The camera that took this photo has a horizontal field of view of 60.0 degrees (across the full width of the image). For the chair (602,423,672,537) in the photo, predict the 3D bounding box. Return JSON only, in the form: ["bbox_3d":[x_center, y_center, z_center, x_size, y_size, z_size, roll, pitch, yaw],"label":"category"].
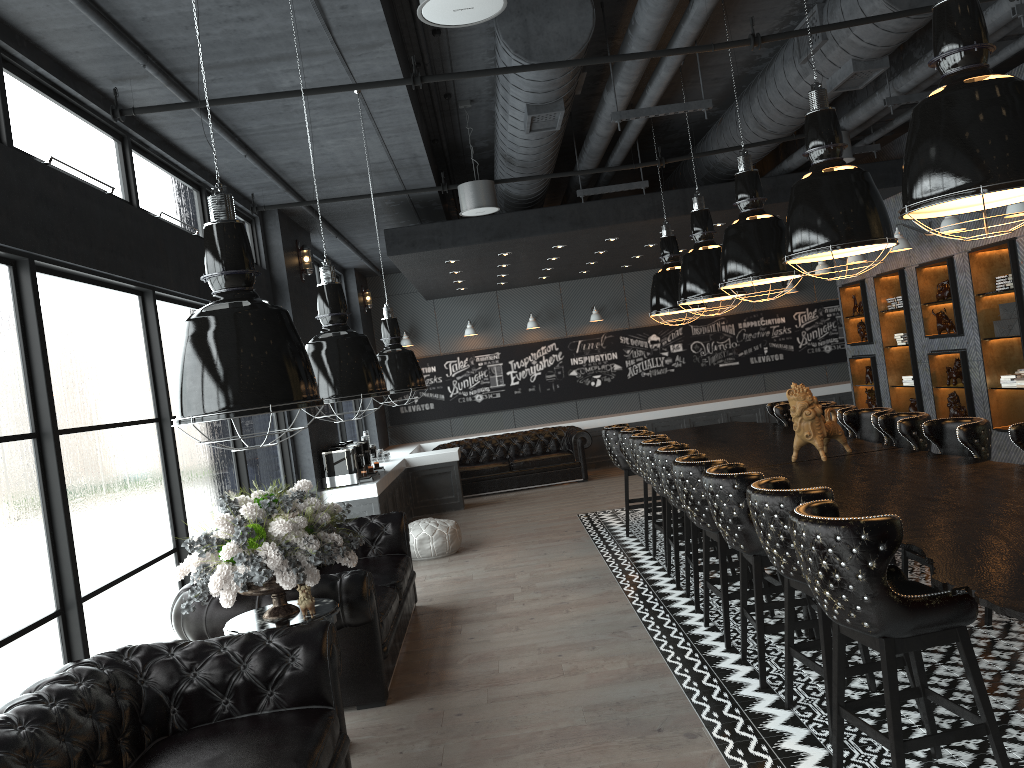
[{"bbox_3d":[1.265,0.948,9.012,0.568,1.092,0.504,-8,0,8],"label":"chair"}]

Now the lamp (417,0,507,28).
[{"bbox_3d":[-0.278,-2.071,3.709,0.382,1.030,0.380,-8,0,-12],"label":"lamp"}]

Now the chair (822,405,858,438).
[{"bbox_3d":[2.736,0.754,7.603,0.568,1.092,0.504,-8,0,-11],"label":"chair"}]

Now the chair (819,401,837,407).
[{"bbox_3d":[2.815,0.736,8.290,0.568,1.092,0.504,-8,0,-4],"label":"chair"}]

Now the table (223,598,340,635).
[{"bbox_3d":[-1.106,1.516,4.459,0.573,0.726,0.572,-8,0,-38],"label":"table"}]

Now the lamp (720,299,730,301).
[{"bbox_3d":[3.738,-1.610,15.470,0.243,0.287,0.490,-8,0,15],"label":"lamp"}]

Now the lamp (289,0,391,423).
[{"bbox_3d":[-0.856,-0.911,3.818,0.390,2.161,0.391,-8,0,44],"label":"lamp"}]

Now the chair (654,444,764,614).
[{"bbox_3d":[1.339,0.964,6.157,0.568,1.092,0.504,-8,0,3],"label":"chair"}]

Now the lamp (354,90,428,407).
[{"bbox_3d":[-0.900,-0.926,5.995,0.390,2.161,0.391,-8,0,44],"label":"lamp"}]

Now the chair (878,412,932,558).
[{"bbox_3d":[2.700,0.772,6.217,0.568,1.092,0.504,-8,0,7],"label":"chair"}]

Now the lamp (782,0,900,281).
[{"bbox_3d":[1.702,-1.735,4.989,0.621,2.303,0.622,-8,0,44],"label":"lamp"}]

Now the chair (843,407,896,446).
[{"bbox_3d":[2.750,0.759,6.898,0.568,1.092,0.504,-8,0,-6],"label":"chair"}]

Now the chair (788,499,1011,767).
[{"bbox_3d":[1.391,0.984,3.289,0.568,1.092,0.504,-8,0,-9],"label":"chair"}]

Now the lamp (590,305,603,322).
[{"bbox_3d":[1.470,-1.236,15.423,0.243,0.287,0.490,-8,0,15],"label":"lamp"}]

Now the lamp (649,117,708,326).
[{"bbox_3d":[1.614,-1.764,9.368,0.621,2.303,0.622,-8,0,44],"label":"lamp"}]

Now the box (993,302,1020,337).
[{"bbox_3d":[4.855,-0.633,8.561,0.298,0.316,0.419,-8,0,-1],"label":"box"}]

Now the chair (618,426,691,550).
[{"bbox_3d":[1.347,0.943,8.288,0.568,1.092,0.504,-8,0,8],"label":"chair"}]

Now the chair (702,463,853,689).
[{"bbox_3d":[1.368,0.974,4.724,0.568,1.092,0.504,-8,0,3],"label":"chair"}]

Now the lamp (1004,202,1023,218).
[{"bbox_3d":[4.349,-1.573,7.386,0.489,0.287,0.244,-8,0,15],"label":"lamp"}]

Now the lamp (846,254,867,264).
[{"bbox_3d":[4.277,-1.631,10.726,0.489,0.287,0.244,-8,0,15],"label":"lamp"}]

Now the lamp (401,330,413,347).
[{"bbox_3d":[-1.800,-0.796,15.356,0.243,0.287,0.490,-8,0,15],"label":"lamp"}]

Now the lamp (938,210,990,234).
[{"bbox_3d":[4.321,-1.623,8.476,0.489,0.287,0.244,-8,0,15],"label":"lamp"}]

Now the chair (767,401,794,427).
[{"bbox_3d":[2.697,0.746,9.031,0.568,1.092,0.504,-8,0,8],"label":"chair"}]

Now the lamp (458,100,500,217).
[{"bbox_3d":[-0.371,-2.108,8.237,0.382,1.045,0.380,-8,0,-33],"label":"lamp"}]

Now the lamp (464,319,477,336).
[{"bbox_3d":[-0.697,-0.987,15.378,0.243,0.287,0.490,-8,0,15],"label":"lamp"}]

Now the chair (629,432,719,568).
[{"bbox_3d":[1.350,0.949,7.573,0.568,1.092,0.504,-8,0,-5],"label":"chair"}]

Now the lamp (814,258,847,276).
[{"bbox_3d":[4.257,-1.627,11.809,0.489,0.287,0.244,-8,0,15],"label":"lamp"}]

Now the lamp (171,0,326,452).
[{"bbox_3d":[-0.826,-0.898,2.332,0.390,2.153,0.391,-8,0,44],"label":"lamp"}]

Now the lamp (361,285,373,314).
[{"bbox_3d":[-2.419,-1.426,14.884,0.139,0.480,0.145,-8,0,-1],"label":"lamp"}]

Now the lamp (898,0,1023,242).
[{"bbox_3d":[1.731,-1.726,3.529,0.621,2.303,0.622,-8,0,44],"label":"lamp"}]

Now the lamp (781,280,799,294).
[{"bbox_3d":[4.852,-1.730,15.492,0.243,0.287,0.490,-8,0,15],"label":"lamp"}]

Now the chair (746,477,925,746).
[{"bbox_3d":[1.425,0.972,4.022,0.568,1.092,0.504,-8,0,-7],"label":"chair"}]

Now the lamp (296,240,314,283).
[{"bbox_3d":[-2.320,-1.393,9.994,0.139,0.480,0.145,-8,0,-1],"label":"lamp"}]

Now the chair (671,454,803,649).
[{"bbox_3d":[1.329,0.973,5.411,0.568,1.092,0.504,-8,0,-3],"label":"chair"}]

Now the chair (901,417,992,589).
[{"bbox_3d":[2.694,0.780,5.455,0.568,1.092,0.504,-8,0,0],"label":"chair"}]

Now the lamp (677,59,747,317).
[{"bbox_3d":[1.643,-1.755,7.908,0.621,2.303,0.622,-8,0,44],"label":"lamp"}]

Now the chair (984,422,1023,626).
[{"bbox_3d":[2.839,0.767,4.727,0.568,1.092,0.504,-8,0,1],"label":"chair"}]

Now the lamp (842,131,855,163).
[{"bbox_3d":[2.941,-2.575,8.305,0.380,1.045,0.382,-8,0,25],"label":"lamp"}]

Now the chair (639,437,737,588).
[{"bbox_3d":[1.335,0.958,6.869,0.568,1.092,0.504,-8,0,2],"label":"chair"}]

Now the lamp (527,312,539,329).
[{"bbox_3d":[0.376,-1.109,15.400,0.243,0.287,0.490,-8,0,15],"label":"lamp"}]

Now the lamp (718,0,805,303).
[{"bbox_3d":[1.673,-1.745,6.448,0.621,2.303,0.622,-8,0,44],"label":"lamp"}]

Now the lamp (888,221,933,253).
[{"bbox_3d":[4.302,-1.606,9.572,0.489,0.287,0.244,-8,0,15],"label":"lamp"}]
